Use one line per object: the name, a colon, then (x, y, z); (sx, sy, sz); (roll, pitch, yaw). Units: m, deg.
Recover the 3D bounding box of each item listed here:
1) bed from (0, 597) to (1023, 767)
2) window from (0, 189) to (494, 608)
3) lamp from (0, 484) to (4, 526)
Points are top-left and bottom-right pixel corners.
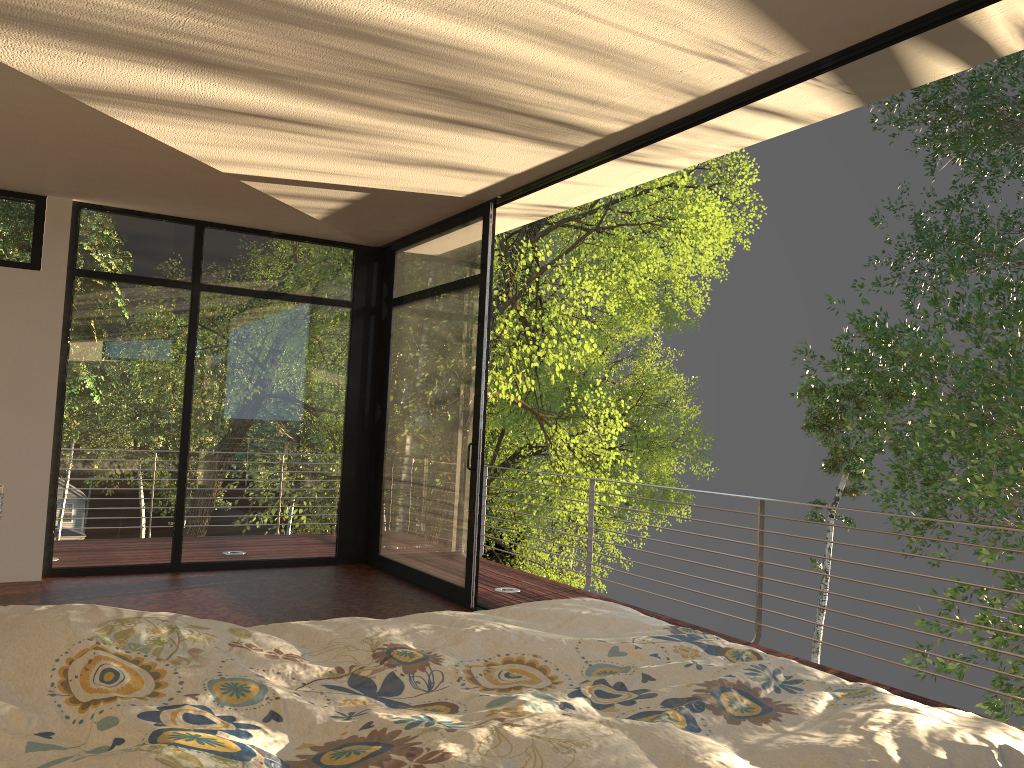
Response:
bed: (-0.167, 0.808, 1.608); (2.219, 0.713, 1.771); (4, -4, -31)
window: (-1.564, -0.188, 0.963); (7.051, 2.516, 9.992); (4, -4, -31)
lamp: (-1.638, 0.653, 2.561); (0.268, 0.731, 0.158); (5, -5, -31)
